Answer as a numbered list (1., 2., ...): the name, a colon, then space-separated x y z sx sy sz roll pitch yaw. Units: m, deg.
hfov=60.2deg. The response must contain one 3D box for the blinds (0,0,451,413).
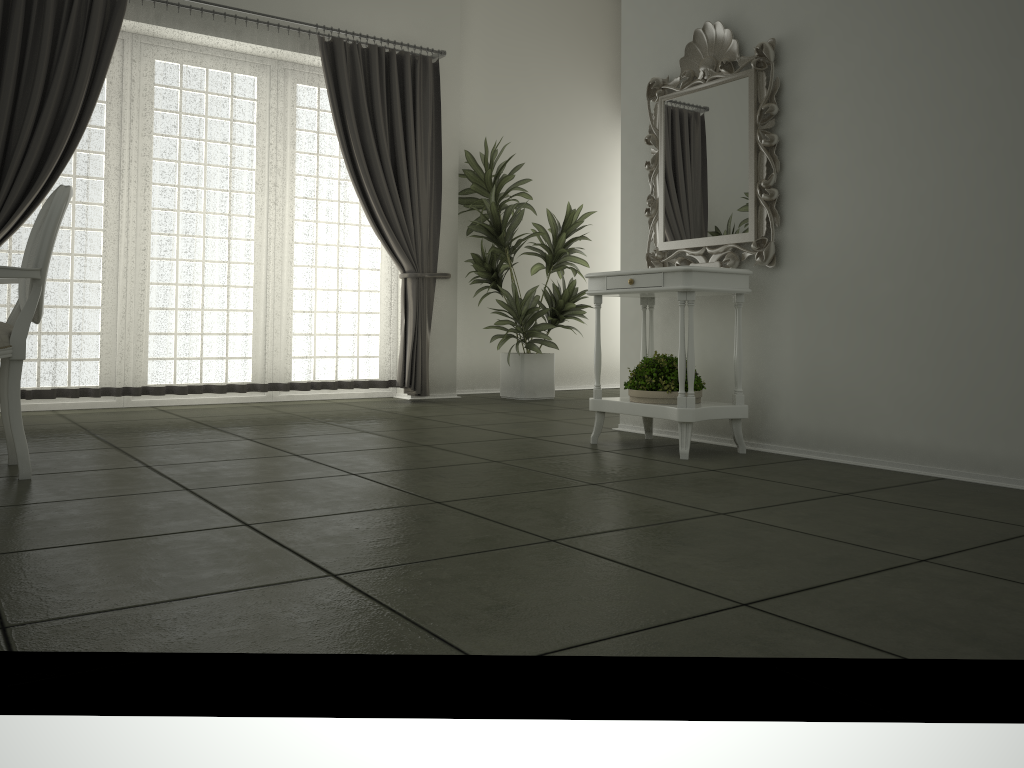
1. blinds: -1.984 -1.146 5.919 3.658 2.610 0.659 -1 -1 -34

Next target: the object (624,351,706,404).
1. object: 0.701 -0.037 4.034 0.374 0.232 0.346 -1 2 -39

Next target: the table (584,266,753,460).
1. table: 0.695 -0.111 4.031 0.432 0.807 0.698 1 0 -34

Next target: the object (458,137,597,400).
1. object: 0.132 -0.943 7.047 1.161 2.102 1.038 1 -1 -16

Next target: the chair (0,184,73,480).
1. chair: -1.959 -0.207 3.140 0.689 1.066 0.594 1 -1 -34

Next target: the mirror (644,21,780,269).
1. mirror: 0.934 -1.139 4.232 0.082 1.212 0.837 2 -1 -34
